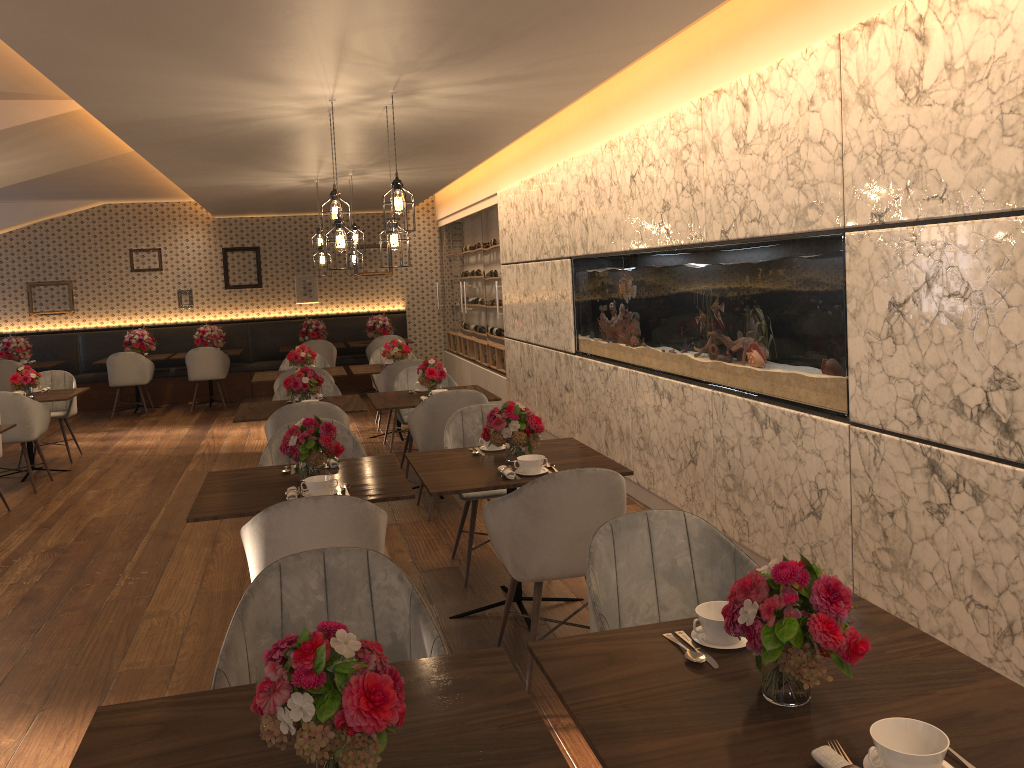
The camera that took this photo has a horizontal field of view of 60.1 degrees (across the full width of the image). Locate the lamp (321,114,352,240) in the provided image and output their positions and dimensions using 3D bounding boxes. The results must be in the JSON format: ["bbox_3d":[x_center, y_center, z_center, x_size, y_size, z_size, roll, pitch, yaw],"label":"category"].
[{"bbox_3d":[-1.128,-1.923,5.402,0.175,2.063,0.175,-4,4,-12],"label":"lamp"}]

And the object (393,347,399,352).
[{"bbox_3d":[-1.195,-0.353,9.035,0.048,0.052,0.076,-6,7,-34],"label":"object"}]

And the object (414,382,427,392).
[{"bbox_3d":[-0.701,0.020,7.008,0.148,0.072,0.148,-7,8,-36],"label":"object"}]

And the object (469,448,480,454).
[{"bbox_3d":[-0.197,0.338,4.467,0.043,0.015,0.198,-5,7,-17],"label":"object"}]

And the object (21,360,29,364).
[{"bbox_3d":[-6.661,-0.310,12.061,0.148,0.072,0.149,1,8,34],"label":"object"}]

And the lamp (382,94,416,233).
[{"bbox_3d":[-0.687,-1.891,4.963,0.175,2.063,0.175,-4,4,-12],"label":"lamp"}]

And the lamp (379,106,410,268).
[{"bbox_3d":[-0.755,-1.734,5.294,0.175,2.063,0.175,-4,4,-12],"label":"lamp"}]

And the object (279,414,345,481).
[{"bbox_3d":[-0.922,0.285,4.020,0.305,0.300,0.235,-1,5,19],"label":"object"}]

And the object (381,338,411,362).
[{"bbox_3d":[-1.186,-0.333,9.117,0.305,0.300,0.235,-2,5,8],"label":"object"}]

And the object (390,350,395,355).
[{"bbox_3d":[-1.219,-0.322,9.044,0.049,0.052,0.078,-3,6,-3],"label":"object"}]

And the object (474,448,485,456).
[{"bbox_3d":[-0.161,0.341,4.469,0.022,0.004,0.211,-4,7,-13],"label":"object"}]

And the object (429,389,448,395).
[{"bbox_3d":[-0.522,0.083,6.426,0.148,0.072,0.148,-7,8,-36],"label":"object"}]

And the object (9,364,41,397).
[{"bbox_3d":[-4.390,-0.035,7.998,0.234,0.300,0.307,-2,5,6],"label":"object"}]

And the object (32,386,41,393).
[{"bbox_3d":[-4.515,0.045,8.328,0.148,0.072,0.149,3,9,44],"label":"object"}]

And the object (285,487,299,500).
[{"bbox_3d":[-0.916,0.458,3.689,0.056,0.039,0.176,-4,7,-13],"label":"object"}]

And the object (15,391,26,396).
[{"bbox_3d":[-4.336,0.108,7.746,0.148,0.072,0.149,3,9,44],"label":"object"}]

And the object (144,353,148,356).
[{"bbox_3d":[-5.142,-0.414,12.427,0.056,0.039,0.176,-4,7,-13],"label":"object"}]

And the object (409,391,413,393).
[{"bbox_3d":[-0.797,0.058,6.966,0.043,0.015,0.198,-4,7,-9],"label":"object"}]

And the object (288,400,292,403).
[{"bbox_3d":[-1.697,0.130,6.751,0.043,0.015,0.198,-5,7,-17],"label":"object"}]

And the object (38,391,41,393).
[{"bbox_3d":[-4.434,0.064,8.339,0.025,0.024,0.193,-4,7,-13],"label":"object"}]

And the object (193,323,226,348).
[{"bbox_3d":[-4.177,-0.633,12.245,0.420,0.424,0.407,-4,5,-11],"label":"object"}]

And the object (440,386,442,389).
[{"bbox_3d":[-0.590,0.028,7.036,0.056,0.039,0.176,-4,7,-13],"label":"object"}]

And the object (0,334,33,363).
[{"bbox_3d":[-6.561,-0.444,11.684,0.420,0.424,0.406,-5,6,-25],"label":"object"}]

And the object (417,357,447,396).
[{"bbox_3d":[-0.598,-0.065,6.714,0.234,0.300,0.306,-4,6,-12],"label":"object"}]

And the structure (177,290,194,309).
[{"bbox_3d":[-4.832,-1.257,13.106,0.216,0.276,0.018,-4,4,-14],"label":"structure"}]

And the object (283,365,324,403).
[{"bbox_3d":[-1.529,0.005,6.521,0.306,0.300,0.234,-7,6,-36],"label":"object"}]

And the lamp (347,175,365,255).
[{"bbox_3d":[-1.582,-2.302,8.643,0.175,2.063,0.175,-4,4,-12],"label":"lamp"}]

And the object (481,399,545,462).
[{"bbox_3d":[0.007,0.213,4.214,0.305,0.300,0.235,-2,5,8],"label":"object"}]

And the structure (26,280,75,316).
[{"bbox_3d":[-6.600,-1.227,12.668,0.601,0.483,0.032,-4,4,-13],"label":"structure"}]

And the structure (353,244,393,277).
[{"bbox_3d":[-2.154,-1.919,13.716,0.601,0.483,0.032,-4,4,-13],"label":"structure"}]

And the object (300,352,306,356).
[{"bbox_3d":[-2.101,-0.294,8.850,0.077,0.052,0.046,2,7,38],"label":"object"}]

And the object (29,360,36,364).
[{"bbox_3d":[-6.549,-0.302,12.089,0.056,0.039,0.176,-4,7,-13],"label":"object"}]

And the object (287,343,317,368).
[{"bbox_3d":[-2.115,-0.263,8.927,0.306,0.300,0.234,-7,6,-36],"label":"object"}]

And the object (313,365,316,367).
[{"bbox_3d":[-2.067,-0.170,9.228,0.056,0.039,0.176,-4,7,-13],"label":"object"}]

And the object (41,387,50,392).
[{"bbox_3d":[-4.403,0.053,8.356,0.056,0.039,0.176,-4,7,-13],"label":"object"}]

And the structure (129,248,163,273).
[{"bbox_3d":[-5.353,-1.811,12.951,0.449,0.343,0.016,-4,4,-13],"label":"structure"}]

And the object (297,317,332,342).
[{"bbox_3d":[-2.827,-0.742,12.582,0.405,0.424,0.422,0,6,29],"label":"object"}]

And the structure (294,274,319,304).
[{"bbox_3d":[-3.130,-1.448,13.503,0.340,0.438,0.035,-4,4,-13],"label":"structure"}]

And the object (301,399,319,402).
[{"bbox_3d":[-1.414,0.153,6.212,0.148,0.072,0.148,-7,8,-36],"label":"object"}]

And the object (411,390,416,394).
[{"bbox_3d":[-0.769,0.063,6.967,0.022,0.004,0.211,-4,7,-13],"label":"object"}]

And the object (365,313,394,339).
[{"bbox_3d":[-1.918,-0.815,12.811,0.405,0.424,0.422,0,6,30],"label":"object"}]

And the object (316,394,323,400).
[{"bbox_3d":[-1.482,0.098,6.822,0.056,0.039,0.176,-4,7,-13],"label":"object"}]

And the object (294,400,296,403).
[{"bbox_3d":[-1.661,0.133,6.753,0.022,0.004,0.211,-4,7,-13],"label":"object"}]

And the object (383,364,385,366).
[{"bbox_3d":[-1.354,-0.206,9.372,0.022,0.004,0.211,-4,7,-13],"label":"object"}]

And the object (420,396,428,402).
[{"bbox_3d":[-0.632,0.108,6.400,0.056,0.039,0.176,-4,7,-13],"label":"object"}]

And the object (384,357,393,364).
[{"bbox_3d":[-1.286,-0.249,9.414,0.148,0.072,0.148,-7,8,-36],"label":"object"}]

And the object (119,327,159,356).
[{"bbox_3d":[-5.105,-0.571,12.126,0.405,0.424,0.422,0,6,30],"label":"object"}]

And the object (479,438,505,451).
[{"bbox_3d":[-0.094,0.298,4.510,0.148,0.072,0.149,1,7,29],"label":"object"}]

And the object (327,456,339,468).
[{"bbox_3d":[-0.874,0.377,4.324,0.056,0.039,0.176,-4,7,-13],"label":"object"}]

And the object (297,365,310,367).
[{"bbox_3d":[-2.178,-0.178,9.200,0.148,0.072,0.148,-7,8,-36],"label":"object"}]

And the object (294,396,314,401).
[{"bbox_3d":[-1.593,0.090,6.794,0.148,0.072,0.148,-7,8,-36],"label":"object"}]

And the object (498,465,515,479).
[{"bbox_3d":[-0.025,0.387,3.902,0.056,0.039,0.176,-4,7,-13],"label":"object"}]

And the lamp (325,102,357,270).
[{"bbox_3d":[-1.041,-1.695,5.096,0.175,2.063,0.175,-4,4,-12],"label":"lamp"}]

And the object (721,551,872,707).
[{"bbox_3d":[0.553,0.486,1.787,0.235,0.300,0.305,-7,7,-38],"label":"object"}]

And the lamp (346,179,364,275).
[{"bbox_3d":[-1.650,-2.145,8.974,0.175,2.063,0.175,-4,4,-12],"label":"lamp"}]

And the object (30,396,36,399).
[{"bbox_3d":[-4.237,0.127,7.791,0.043,0.015,0.198,-4,7,-9],"label":"object"}]

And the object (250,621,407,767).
[{"bbox_3d":[-0.313,0.557,1.572,0.305,0.300,0.235,1,6,34],"label":"object"}]

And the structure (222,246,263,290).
[{"bbox_3d":[-4.042,-1.738,13.272,0.544,0.630,0.035,-4,4,-13],"label":"structure"}]

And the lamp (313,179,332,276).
[{"bbox_3d":[-1.936,-2.106,8.776,0.175,2.063,0.175,-4,4,-12],"label":"lamp"}]

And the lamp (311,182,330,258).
[{"bbox_3d":[-2.023,-2.334,9.082,0.175,2.063,0.175,-4,4,-12],"label":"lamp"}]
